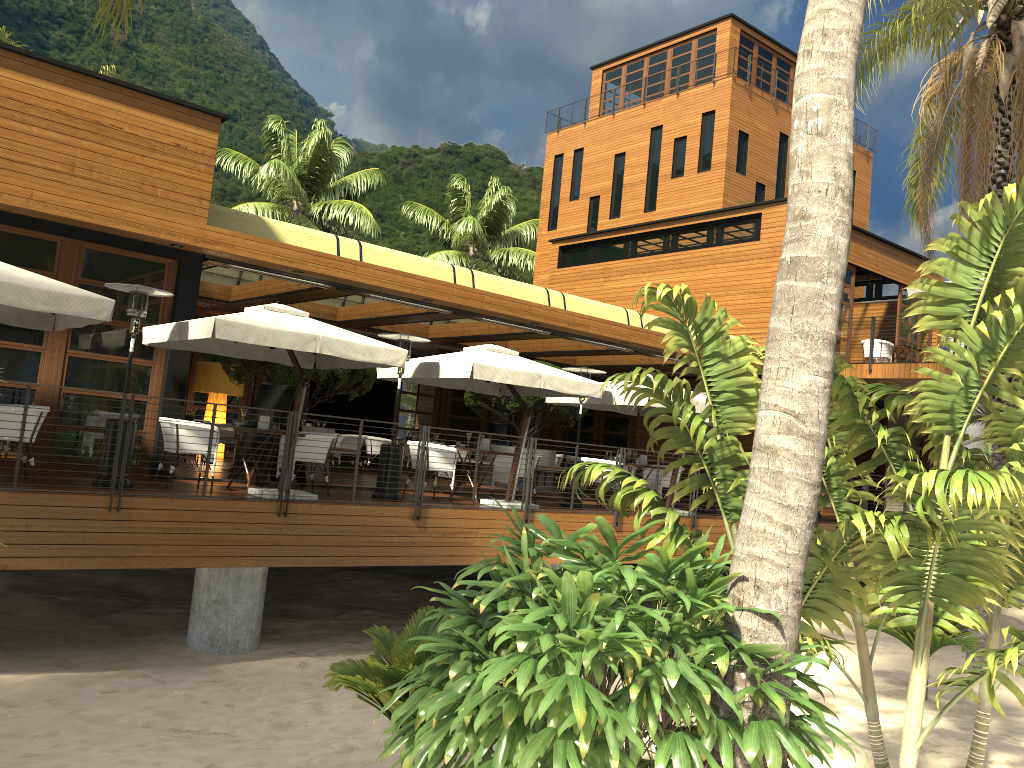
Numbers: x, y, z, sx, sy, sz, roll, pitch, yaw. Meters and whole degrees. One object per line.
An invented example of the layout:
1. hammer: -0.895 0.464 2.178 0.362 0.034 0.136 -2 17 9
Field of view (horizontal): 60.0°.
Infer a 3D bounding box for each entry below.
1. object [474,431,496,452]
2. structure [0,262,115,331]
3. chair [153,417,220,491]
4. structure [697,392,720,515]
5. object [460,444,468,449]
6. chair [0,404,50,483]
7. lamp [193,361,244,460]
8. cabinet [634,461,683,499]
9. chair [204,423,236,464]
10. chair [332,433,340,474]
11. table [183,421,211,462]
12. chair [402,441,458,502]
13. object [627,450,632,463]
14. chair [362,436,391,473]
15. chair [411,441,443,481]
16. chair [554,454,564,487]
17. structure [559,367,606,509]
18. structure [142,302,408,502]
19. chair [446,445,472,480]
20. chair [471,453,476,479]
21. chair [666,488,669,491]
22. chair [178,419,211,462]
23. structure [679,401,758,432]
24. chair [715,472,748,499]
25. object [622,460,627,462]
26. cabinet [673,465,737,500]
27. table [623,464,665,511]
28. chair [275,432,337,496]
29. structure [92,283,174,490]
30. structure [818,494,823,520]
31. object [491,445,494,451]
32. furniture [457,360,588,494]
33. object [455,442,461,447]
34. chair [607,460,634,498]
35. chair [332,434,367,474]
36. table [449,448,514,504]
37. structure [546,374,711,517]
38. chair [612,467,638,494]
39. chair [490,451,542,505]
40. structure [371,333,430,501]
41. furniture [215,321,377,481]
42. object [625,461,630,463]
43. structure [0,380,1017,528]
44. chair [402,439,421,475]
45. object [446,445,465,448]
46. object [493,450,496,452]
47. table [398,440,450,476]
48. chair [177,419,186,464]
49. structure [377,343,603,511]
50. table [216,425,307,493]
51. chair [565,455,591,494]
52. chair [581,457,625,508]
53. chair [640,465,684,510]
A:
1. object: -0.387 0.833 12.813 0.263 0.264 0.263 5 -5 6
2. structure: -5.583 -0.257 8.686 2.410 2.336 2.413 9 -6 -39
3. chair: -3.799 0.809 10.283 0.616 0.789 0.627 9 -6 -38
4. structure: 3.583 1.219 15.837 0.699 2.196 0.698 2 -6 38
5. object: -0.701 0.905 12.858 0.116 0.065 0.116 9 -6 -41
6. chair: -5.163 0.592 9.130 0.616 0.789 0.627 9 -6 -38
7. lamp: -6.040 0.593 18.076 0.973 2.014 0.971 3 -6 31
8. cabinet: 3.465 2.329 21.802 0.556 0.839 1.611 10 -6 -39
9. chair: -5.125 1.084 15.882 0.616 0.789 0.626 6 -5 -8
10. chair: -3.654 1.300 16.889 0.626 0.789 0.616 9 -6 -33
11. table: -5.992 1.013 15.816 1.166 0.750 1.163 4 -5 19
12. chair: -1.172 1.221 12.442 0.616 0.789 0.627 9 -6 -38
13. object: 1.958 1.222 14.832 0.082 0.227 0.082 10 -6 -38
14. chair: -2.931 1.536 19.188 0.616 0.789 0.627 7 -5 -18
15. chair: -1.805 1.608 18.657 0.627 0.789 0.616 7 -5 -18
16. chair: 0.918 2.071 21.386 0.617 0.789 0.626 5 -5 7
17. structure: 1.025 0.818 13.734 0.699 2.196 0.698 2 -6 38
18. structure: -2.997 0.149 10.811 2.410 2.336 2.413 9 -6 -39
19. chair: -1.183 1.740 19.648 0.616 0.789 0.627 7 -5 -18
20. chair: -0.686 1.930 21.603 0.617 0.789 0.626 5 -5 7
21. chair: 3.229 2.137 19.174 0.617 0.789 0.626 5 -5 7
22. chair: -6.035 1.052 16.670 0.627 0.789 0.616 6 -5 -8
23. structure: 4.761 1.367 17.187 2.410 2.336 2.413 9 -6 -39
24. chair: 4.061 2.042 16.743 0.616 0.789 0.627 9 -6 -38
25. object: 1.879 1.310 14.979 0.116 0.065 0.116 9 -6 -41
26. cabinet: 4.497 2.339 20.549 0.556 0.839 1.611 10 -6 -39
27. table: 2.020 1.738 15.027 0.930 0.750 0.931 9 -6 -39
28. chair: -2.593 0.996 11.242 0.616 0.789 0.627 9 -6 -38
29. structure: -4.127 0.009 9.500 0.699 2.196 0.698 2 -6 38
30. structure: 6.147 1.621 17.944 0.699 2.196 0.698 2 -6 38
31. object: -0.306 0.943 13.006 0.086 0.086 0.086 9 -6 -34
32. furniture: 0.232 0.844 18.531 2.616 2.727 2.689 1 -6 41
33. object: -0.783 0.892 12.934 0.086 0.086 0.086 9 -6 -34
34. chair: 2.244 1.995 18.543 0.627 0.789 0.615 5 -5 7
35. chair: -3.311 1.414 18.009 0.616 0.789 0.627 9 -6 -33
36. table: -0.573 1.331 12.896 0.930 0.750 0.931 9 -6 -39
37. structure: 2.175 0.961 15.061 2.410 2.336 2.413 9 -6 -39
38. chair: 2.552 2.142 20.169 0.627 0.789 0.615 5 -5 7
39. chair: 0.079 1.415 13.438 0.616 0.789 0.627 9 -6 -38
40. structure: -1.525 0.417 11.639 0.699 2.196 0.698 2 -6 38
41. furniture: -3.781 0.221 15.323 2.570 2.727 2.714 4 -5 16
42. object: 1.942 1.322 14.902 0.080 0.042 0.080 5 -4 12
43. structure: 3.556 1.828 14.755 26.226 1.155 0.163 9 -6 -39
44. chair: -2.214 1.684 20.267 0.627 0.789 0.616 7 -5 -18
45. object: -0.793 0.907 12.721 0.170 0.025 0.294 9 -5 -39
46. object: -0.305 0.990 13.210 0.170 0.025 0.294 9 -5 -39
47. table: -1.968 1.669 19.470 1.166 0.750 1.163 3 -5 31
48. chair: -5.911 0.944 15.016 0.627 0.789 0.616 6 -5 -8
49. structure: -0.411 0.555 12.936 2.410 2.336 2.413 9 -6 -39
50. table: -3.166 0.924 10.765 0.930 0.750 0.931 9 -6 -39
51. chair: 1.444 1.986 19.498 0.617 0.789 0.626 5 -5 7
52. chair: 1.445 1.632 14.593 0.616 0.789 0.627 9 -6 -38
53. chair: 2.650 1.818 15.551 0.616 0.789 0.627 9 -6 -38
